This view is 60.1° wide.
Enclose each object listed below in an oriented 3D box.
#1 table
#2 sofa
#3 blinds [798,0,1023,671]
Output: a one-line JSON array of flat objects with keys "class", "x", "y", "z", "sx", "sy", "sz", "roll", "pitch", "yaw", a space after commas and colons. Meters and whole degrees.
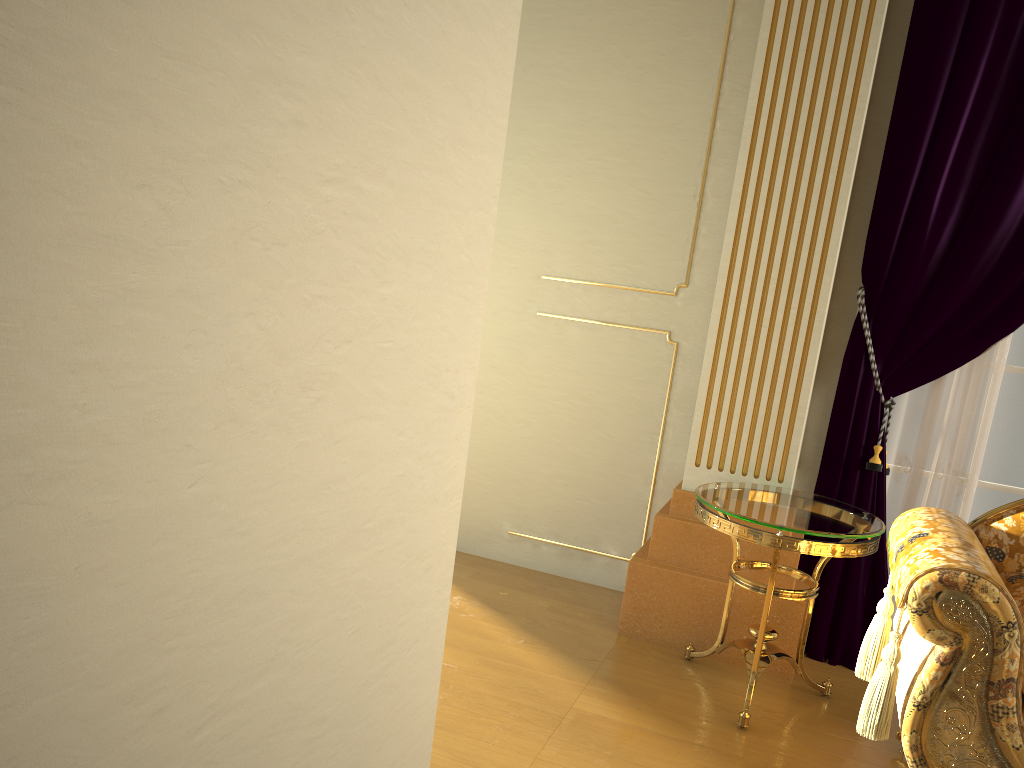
[{"class": "table", "x": 0.816, "y": 0.695, "z": 2.809, "sx": 0.572, "sy": 0.651, "sz": 0.564, "roll": 3, "pitch": 10, "yaw": -25}, {"class": "sofa", "x": 1.813, "y": 0.806, "z": 2.027, "sx": 1.885, "sy": 0.882, "sz": 0.688, "roll": 10, "pitch": 10, "yaw": 19}, {"class": "blinds", "x": 2.200, "y": -0.150, "z": 2.771, "sx": 2.225, "sy": 2.686, "sz": 0.336, "roll": 11, "pitch": 12, "yaw": 20}]
